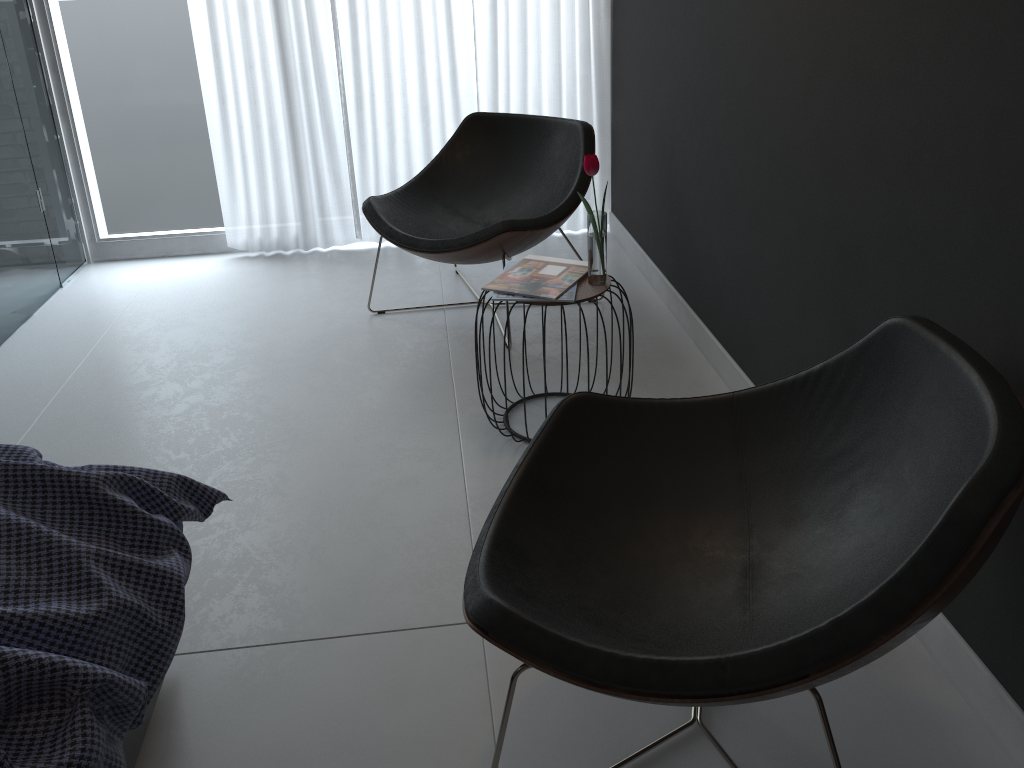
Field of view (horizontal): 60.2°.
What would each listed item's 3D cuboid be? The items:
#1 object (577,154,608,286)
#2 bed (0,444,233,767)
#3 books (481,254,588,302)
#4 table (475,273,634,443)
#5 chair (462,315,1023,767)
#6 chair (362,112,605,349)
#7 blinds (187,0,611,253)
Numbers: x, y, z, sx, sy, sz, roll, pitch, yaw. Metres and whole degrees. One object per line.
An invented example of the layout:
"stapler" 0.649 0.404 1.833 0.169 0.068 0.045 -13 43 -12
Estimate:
"object" 0.219 -0.434 2.362 0.066 0.345 0.078 8 25 24
"bed" -1.730 0.096 0.521 2.609 1.982 2.639 -5 25 -5
"books" -3.381 0.806 0.878 8.301 0.361 0.415 -15 27 -25
"table" 0.121 -0.091 2.539 0.454 0.422 0.461 -15 27 -25
"chair" 0.341 0.285 1.464 0.815 0.670 0.814 4 25 14
"chair" -0.102 -0.630 3.385 0.797 0.670 0.832 15 30 33
"blinds" -0.478 -1.902 3.784 1.854 2.616 0.141 -5 22 -5
